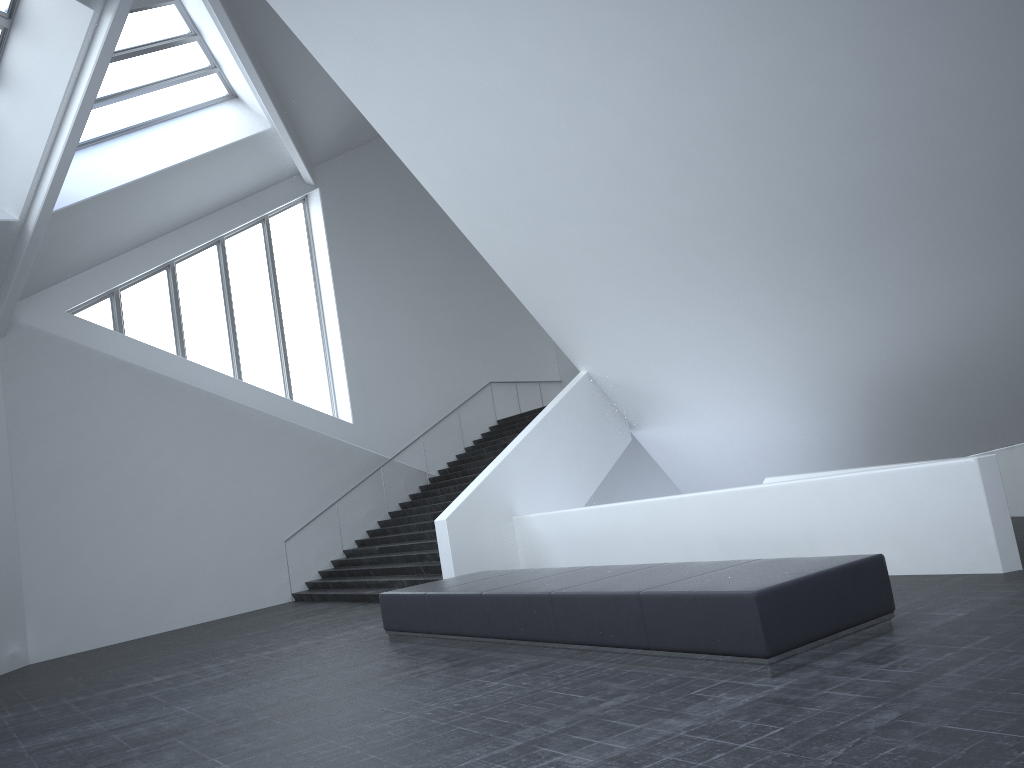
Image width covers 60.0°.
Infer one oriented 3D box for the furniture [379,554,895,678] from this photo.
[{"bbox_3d":[0.664,2.161,8.565,1.488,0.580,5.742,-5,-9,-35],"label":"furniture"}]
